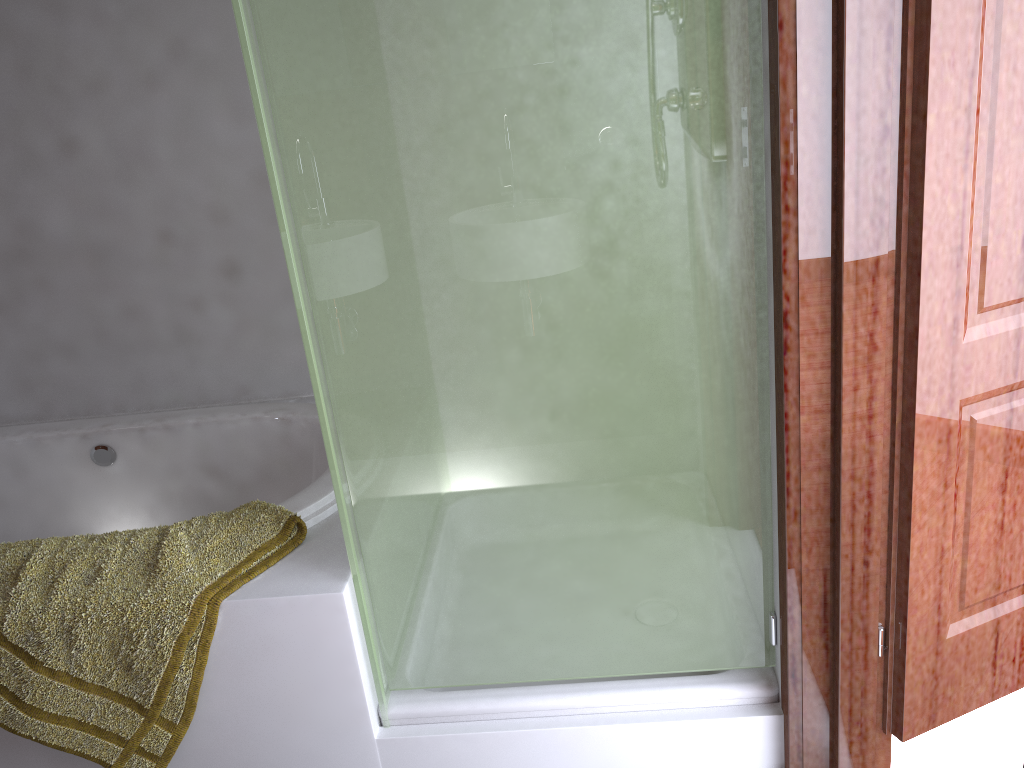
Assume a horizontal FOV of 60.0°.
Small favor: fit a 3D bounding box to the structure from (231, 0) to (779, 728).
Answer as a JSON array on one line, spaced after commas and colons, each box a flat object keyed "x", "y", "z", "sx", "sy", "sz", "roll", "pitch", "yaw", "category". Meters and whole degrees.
[{"x": 0.040, "y": -0.395, "z": 1.831, "sx": 0.765, "sy": 2.079, "sz": 1.015, "roll": -5, "pitch": 20, "yaw": 5, "category": "structure"}]

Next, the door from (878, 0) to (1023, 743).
[{"x": 0.859, "y": -0.299, "z": 1.302, "sx": 0.708, "sy": 1.780, "sz": 0.095, "roll": -14, "pitch": 21, "yaw": -17, "category": "door"}]

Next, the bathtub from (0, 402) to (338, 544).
[{"x": -1.123, "y": 0.435, "z": 2.189, "sx": 1.683, "sy": 0.424, "sz": 0.881, "roll": -5, "pitch": 20, "yaw": 5, "category": "bathtub"}]

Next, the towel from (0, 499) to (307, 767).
[{"x": -0.825, "y": 0.526, "z": 1.775, "sx": 0.890, "sy": 0.452, "sz": 0.349, "roll": -7, "pitch": 20, "yaw": 0, "category": "towel"}]
